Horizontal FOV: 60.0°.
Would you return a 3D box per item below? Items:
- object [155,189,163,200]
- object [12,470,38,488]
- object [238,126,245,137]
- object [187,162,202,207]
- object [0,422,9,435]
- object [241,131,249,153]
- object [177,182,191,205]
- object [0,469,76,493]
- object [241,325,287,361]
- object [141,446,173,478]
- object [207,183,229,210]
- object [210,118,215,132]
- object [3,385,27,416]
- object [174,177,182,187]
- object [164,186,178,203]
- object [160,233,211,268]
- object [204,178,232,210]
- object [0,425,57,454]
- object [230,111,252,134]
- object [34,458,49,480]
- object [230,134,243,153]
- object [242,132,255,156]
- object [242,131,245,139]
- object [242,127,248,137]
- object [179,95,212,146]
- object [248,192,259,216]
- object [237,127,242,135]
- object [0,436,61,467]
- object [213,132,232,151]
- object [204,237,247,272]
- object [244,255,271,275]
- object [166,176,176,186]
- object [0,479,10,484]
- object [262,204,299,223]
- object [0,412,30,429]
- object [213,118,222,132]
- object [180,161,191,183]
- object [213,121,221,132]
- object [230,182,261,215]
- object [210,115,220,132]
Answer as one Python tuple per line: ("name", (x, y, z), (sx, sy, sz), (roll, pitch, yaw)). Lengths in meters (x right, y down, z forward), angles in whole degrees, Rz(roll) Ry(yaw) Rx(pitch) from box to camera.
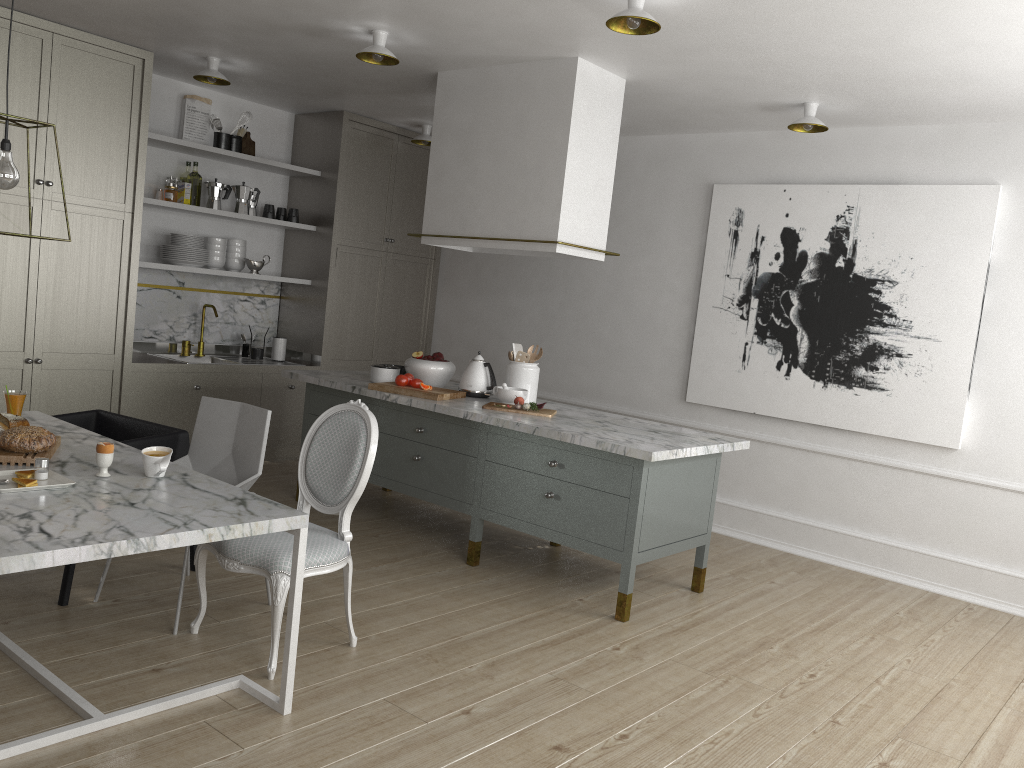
("object", (-2.180, -1.165, 5.488), (0.046, 0.084, 0.046), (4, 6, -24))
("object", (-1.358, 0.265, 2.476), (0.068, 0.014, 0.197), (4, 6, -23))
("object", (-1.775, -1.581, 5.747), (0.083, 0.201, 0.023), (7, 5, 4))
("object", (-1.991, -1.250, 5.555), (0.089, 0.282, 0.082), (10, 6, 34))
("object", (-1.619, 0.153, 2.816), (0.079, 0.067, 0.074), (7, 5, 11))
("object", (-1.751, -1.576, 5.854), (0.092, 0.183, 0.038), (2, 7, -41))
("object", (-2.049, -1.184, 5.535), (0.077, 0.141, 0.044), (10, 6, 34))
("object", (-1.363, 0.269, 2.468), (0.212, 0.014, 0.212), (11, 7, 39))
("object", (-1.701, -0.283, 6.059), (0.307, 0.229, 0.144), (6, 5, -8))
("object", (-1.071, 0.244, 2.706), (0.138, 0.085, 0.089), (10, 6, 34))
("object", (-1.855, -1.177, 5.566), (0.138, 0.167, 0.087), (10, 6, 35))
("object", (-1.886, -1.586, 5.658), (0.098, 0.199, 0.059), (3, 6, -32))
("object", (-1.687, 0.095, 3.005), (0.071, 0.188, 0.071), (3, 6, -30))
("object", (-2.109, -1.209, 5.563), (0.059, 0.172, 0.059), (4, 6, -24))
("object", (-2.092, -1.160, 5.439), (0.078, 0.101, 0.078), (6, 5, -5))
("object", (-2.043, -0.835, 5.555), (0.300, 0.195, 0.306), (10, 6, 35))
("object", (-1.904, -1.220, 5.728), (0.175, 0.212, 0.111), (5, 5, -15))
("object", (-1.501, 0.168, 2.748), (0.157, 0.075, 0.151), (5, 5, -15))
("object", (-1.737, -1.663, 5.680), (0.070, 0.187, 0.135), (11, 7, 42))
("object", (-1.336, 0.241, 2.518), (0.036, 0.060, 0.036), (5, 5, -10))
("object", (-1.812, -1.545, 5.756), (0.112, 0.128, 0.112), (9, 6, 23))
("object", (-1.740, -1.574, 5.854), (0.092, 0.183, 0.038), (2, 7, -41))
("object", (-1.774, -1.579, 5.852), (0.092, 0.185, 0.023), (2, 7, -41))
("object", (-1.777, -1.591, 5.782), (0.106, 0.191, 0.016), (2, 7, -41))
("object", (-1.996, -1.652, 5.606), (0.183, 0.327, 0.074), (2, 7, -41))
("object", (-1.737, -1.195, 5.905), (0.087, 0.167, 0.138), (4, 6, -27))
("object", (-1.797, -1.585, 5.785), (0.023, 0.202, 0.079), (8, 6, 19))
("object", (-1.594, 0.205, 2.805), (0.260, 0.031, 0.360), (4, 6, -21))
("object", (-1.848, -1.534, 5.649), (0.108, 0.118, 0.108), (9, 6, 30))
("object", (-1.903, -0.860, 5.879), (0.149, 0.216, 0.309), (10, 6, 32))
("object", (-1.700, -0.799, 5.907), (0.102, 0.135, 0.210), (10, 6, 31))
("object", (-2.118, -1.204, 5.498), (0.059, 0.172, 0.059), (7, 5, 12))
("object", (-1.437, 0.261, 2.437), (0.132, 0.013, 0.032), (8, 5, 14))
("object", (-1.590, -1.156, 6.031), (0.264, 0.098, 0.173), (2, 7, -42))
("object", (-1.640, 0.133, 2.903), (0.086, 0.087, 0.090), (8, 6, 16))
("object", (-1.829, -1.571, 5.600), (0.039, 0.185, 0.132), (9, 6, 30))
("object", (-2.054, -1.262, 5.605), (0.066, 0.282, 0.066), (9, 6, 29))
("object", (-1.880, -1.630, 5.683), (0.085, 0.148, 0.050), (7, 5, 11))
("object", (-1.734, -1.203, 5.746), (0.175, 0.212, 0.111), (7, 5, 10))
("object", (-1.863, -1.619, 5.588), (0.050, 0.148, 0.085), (11, 7, 41))
